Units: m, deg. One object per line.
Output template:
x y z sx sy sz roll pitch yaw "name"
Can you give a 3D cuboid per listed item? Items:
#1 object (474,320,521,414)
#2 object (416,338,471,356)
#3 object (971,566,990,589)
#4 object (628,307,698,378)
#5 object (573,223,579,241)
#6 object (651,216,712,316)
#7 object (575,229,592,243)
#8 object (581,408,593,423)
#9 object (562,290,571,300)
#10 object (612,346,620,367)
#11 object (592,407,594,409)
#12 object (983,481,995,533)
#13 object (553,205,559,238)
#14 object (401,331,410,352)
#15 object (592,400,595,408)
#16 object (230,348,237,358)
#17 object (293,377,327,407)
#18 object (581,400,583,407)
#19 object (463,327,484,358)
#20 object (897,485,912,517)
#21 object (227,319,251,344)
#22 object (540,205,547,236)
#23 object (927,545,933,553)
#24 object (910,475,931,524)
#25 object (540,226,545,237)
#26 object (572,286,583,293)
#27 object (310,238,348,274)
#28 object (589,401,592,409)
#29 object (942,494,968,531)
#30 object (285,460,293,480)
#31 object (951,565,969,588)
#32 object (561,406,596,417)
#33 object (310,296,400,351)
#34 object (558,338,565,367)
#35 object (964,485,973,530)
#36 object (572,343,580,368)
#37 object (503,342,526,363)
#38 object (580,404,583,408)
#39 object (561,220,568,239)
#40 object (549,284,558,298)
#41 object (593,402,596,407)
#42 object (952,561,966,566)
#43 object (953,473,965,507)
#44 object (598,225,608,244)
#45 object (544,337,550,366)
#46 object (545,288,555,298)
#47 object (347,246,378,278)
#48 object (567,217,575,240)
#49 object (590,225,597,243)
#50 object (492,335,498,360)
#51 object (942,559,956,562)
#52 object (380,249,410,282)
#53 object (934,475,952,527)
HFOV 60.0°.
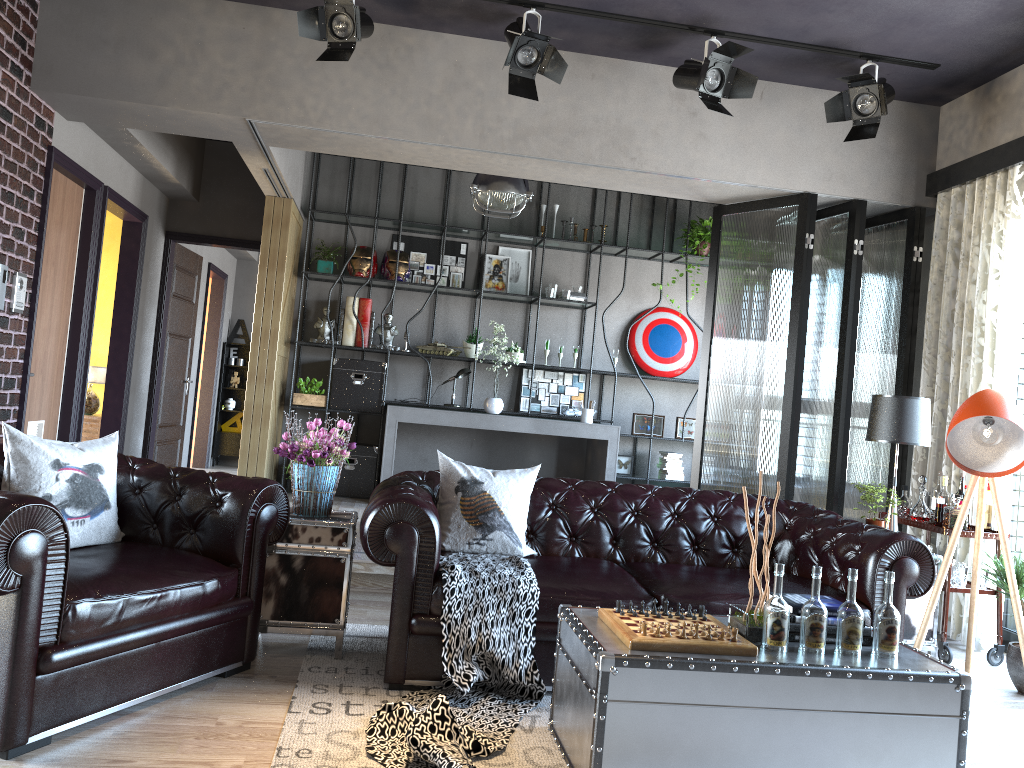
-0.120 -0.154 8.082 0.421 0.853 0.398 4 -3 38 "object"
-0.645 -0.350 8.518 0.577 0.170 0.206 5 -2 27 "object"
2.638 1.095 5.002 0.095 0.119 0.095 5 -2 9 "object"
1.539 -0.423 9.018 0.751 0.740 0.185 5 -2 -7 "object"
0.627 -1.479 8.815 0.080 0.226 0.080 7 -2 -35 "object"
1.749 -1.144 8.678 0.720 1.026 0.649 5 -2 10 "object"
0.716 -1.437 8.665 0.189 0.152 0.189 5 -2 15 "object"
0.702 0.301 8.306 0.110 0.137 0.110 5 -2 2 "object"
0.523 -0.854 8.545 0.093 0.099 0.092 4 -2 40 "object"
1.025 -0.242 8.798 0.113 0.270 0.113 6 -2 -19 "object"
0.730 0.281 8.299 0.068 0.159 0.009 5 -2 5 "object"
2.712 0.701 5.057 0.081 0.309 0.081 6 -2 -16 "object"
0.422 -1.581 8.799 0.128 0.391 0.128 3 -3 41 "object"
-0.996 -0.402 8.356 0.093 0.200 0.093 6 -2 -13 "object"
0.748 0.241 8.331 0.052 0.185 0.009 5 -2 -6 "object"
-3.840 -0.428 12.241 0.107 0.151 0.055 5 -2 -8 "object"
-1.849 0.067 8.180 0.304 0.265 0.180 5 -2 -8 "object"
0.669 0.253 8.331 0.046 0.203 0.023 4 -2 28 "object"
-0.367 -0.394 8.499 0.193 0.305 0.136 4 -2 26 "object"
2.455 0.738 5.550 0.087 0.206 0.087 5 -2 17 "object"
-3.757 -0.720 12.258 0.343 0.344 0.057 5 -2 -8 "object"
0.301 -1.591 8.854 0.128 0.391 0.128 7 -3 -39 "object"
2.569 1.083 5.524 0.087 0.155 0.087 5 -2 5 "object"
2.427 0.686 5.255 0.114 0.292 0.114 5 -2 20 "object"
0.296 -1.466 8.594 0.135 0.129 0.135 6 -2 -35 "object"
0.648 -0.932 8.788 0.103 0.068 0.103 6 -2 -15 "object"
-1.755 -1.183 8.364 0.295 0.340 0.324 4 -2 38 "object"
0.729 0.259 8.346 0.023 0.204 0.036 4 -2 31 "object"
2.482 0.724 4.960 0.101 0.211 0.100 5 -2 7 "object"
-1.965 0.811 8.215 0.345 0.362 0.331 5 -2 -5 "object"
2.511 1.082 4.982 0.095 0.119 0.095 5 -2 9 "object"
0.622 0.270 8.702 0.379 0.111 0.351 5 -2 25 "object"
-1.465 -0.575 8.403 0.833 0.466 0.289 5 -2 -8 "object"
0.484 -0.306 8.857 0.113 0.302 0.113 5 -2 11 "object"
2.668 0.726 5.242 0.067 0.258 0.099 5 -2 -3 "object"
0.613 -0.272 8.611 0.113 0.246 0.113 5 -2 11 "object"
0.026 -0.309 8.572 0.235 0.213 0.235 4 -2 37 "object"
0.684 0.263 8.318 0.137 0.190 0.009 5 -2 -5 "object"
0.506 -1.496 8.701 0.084 0.233 0.084 5 -2 19 "object"
0.398 -0.892 8.633 0.087 0.155 0.087 5 -2 5 "object"
0.749 0.249 8.318 0.062 0.169 0.009 6 -2 -8 "object"
2.568 1.091 5.126 0.095 0.119 0.095 5 -2 9 "object"
2.597 0.680 5.133 0.080 0.329 0.080 6 -2 -17 "object"
0.893 -1.460 8.705 0.130 0.232 0.130 6 -2 -30 "object"
0.333 -0.313 8.534 0.113 0.275 0.113 5 -2 -4 "object"
0.362 -0.869 8.522 0.092 0.099 0.092 4 -2 30 "object"
-1.415 -1.149 8.396 0.280 0.327 0.399 5 -2 -3 "object"
0.574 -1.497 8.637 0.100 0.243 0.100 5 -2 1 "object"
0.799 -1.467 8.791 0.084 0.233 0.084 6 -2 -27 "object"
-0.177 -0.355 8.716 0.113 0.273 0.113 7 -3 -42 "object"
2.573 1.094 5.247 0.095 0.119 0.095 5 -2 9 "object"
-1.100 -1.119 8.440 0.280 0.327 0.399 6 -2 -18 "object"
2.524 0.687 5.184 0.081 0.307 0.081 4 -2 31 "object"
